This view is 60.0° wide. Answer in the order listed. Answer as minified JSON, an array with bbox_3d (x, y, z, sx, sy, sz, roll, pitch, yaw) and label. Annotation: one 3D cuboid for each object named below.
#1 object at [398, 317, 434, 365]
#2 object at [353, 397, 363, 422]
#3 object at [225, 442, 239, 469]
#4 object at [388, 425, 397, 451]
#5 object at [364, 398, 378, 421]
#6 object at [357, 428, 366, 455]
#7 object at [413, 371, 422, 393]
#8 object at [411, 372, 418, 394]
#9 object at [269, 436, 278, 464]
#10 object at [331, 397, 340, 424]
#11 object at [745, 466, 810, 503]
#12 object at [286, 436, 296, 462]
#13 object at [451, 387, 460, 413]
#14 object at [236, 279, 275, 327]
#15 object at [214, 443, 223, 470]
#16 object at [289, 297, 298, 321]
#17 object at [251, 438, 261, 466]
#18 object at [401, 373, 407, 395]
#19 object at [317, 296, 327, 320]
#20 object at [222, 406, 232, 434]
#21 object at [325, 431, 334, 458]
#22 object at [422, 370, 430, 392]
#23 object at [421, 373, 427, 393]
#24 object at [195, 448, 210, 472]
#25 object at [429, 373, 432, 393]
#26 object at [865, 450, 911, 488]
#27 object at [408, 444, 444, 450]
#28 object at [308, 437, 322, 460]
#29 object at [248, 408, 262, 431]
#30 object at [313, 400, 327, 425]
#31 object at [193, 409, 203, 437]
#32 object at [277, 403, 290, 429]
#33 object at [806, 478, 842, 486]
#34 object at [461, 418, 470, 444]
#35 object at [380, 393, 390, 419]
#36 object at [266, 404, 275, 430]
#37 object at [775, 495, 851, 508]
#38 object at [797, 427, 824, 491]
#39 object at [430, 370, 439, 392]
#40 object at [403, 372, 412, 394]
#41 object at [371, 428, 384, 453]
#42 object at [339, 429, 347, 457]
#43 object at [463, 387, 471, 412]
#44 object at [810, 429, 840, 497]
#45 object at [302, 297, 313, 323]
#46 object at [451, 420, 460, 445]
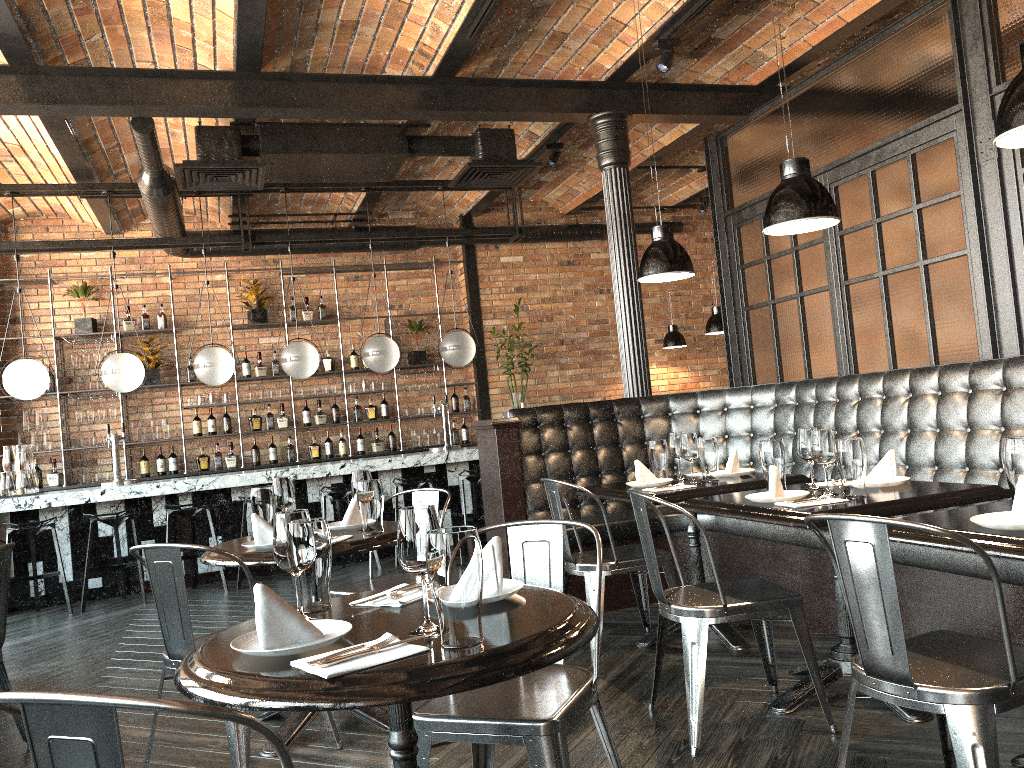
[{"bbox_3d":[-1.070,-0.486,10.090,0.398,0.560,0.374,-8,-3,44],"label":"object"},{"bbox_3d":[-1.719,0.281,9.865,0.083,0.282,0.083,-4,-2,-33],"label":"object"},{"bbox_3d":[-2.974,0.754,9.414,0.123,0.279,0.123,-5,-2,-4],"label":"object"},{"bbox_3d":[-1.349,0.605,9.966,0.086,0.299,0.086,-7,-2,31],"label":"object"},{"bbox_3d":[-1.572,0.286,9.911,0.151,0.248,0.094,-5,-2,-9],"label":"object"},{"bbox_3d":[-1.682,0.634,9.861,0.086,0.298,0.086,-7,-2,31],"label":"object"},{"bbox_3d":[-1.070,-0.021,9.999,0.092,0.244,0.092,-6,-2,21],"label":"object"},{"bbox_3d":[-1.120,-0.010,10.155,0.092,0.244,0.092,-6,-2,21],"label":"object"},{"bbox_3d":[-2.580,0.711,9.567,0.086,0.298,0.086,-7,-2,31],"label":"object"},{"bbox_3d":[-1.951,0.292,9.793,0.086,0.299,0.086,-7,-2,31],"label":"object"},{"bbox_3d":[0.981,0.367,3.297,0.232,0.139,0.232,-4,-2,-33],"label":"object"},{"bbox_3d":[-2.403,0.704,9.616,0.083,0.282,0.083,-4,-2,-33],"label":"object"},{"bbox_3d":[-0.659,0.182,10.217,0.086,0.299,0.086,-7,-2,31],"label":"object"},{"bbox_3d":[-2.793,-0.895,9.637,0.425,0.526,0.430,-5,-2,-16],"label":"object"},{"bbox_3d":[-3.110,0.764,9.384,0.083,0.282,0.083,-5,-2,-18],"label":"object"},{"bbox_3d":[-2.401,-0.808,9.719,0.083,0.282,0.083,-5,-2,-18],"label":"object"},{"bbox_3d":[-2.741,0.723,9.479,0.086,0.297,0.086,-6,-2,16],"label":"object"},{"bbox_3d":[-1.225,-0.002,10.121,0.092,0.244,0.092,-6,-2,21],"label":"object"},{"bbox_3d":[-2.104,-0.834,9.816,0.083,0.282,0.083,-4,-2,-33],"label":"object"},{"bbox_3d":[-3.035,0.385,9.437,0.086,0.297,0.086,-7,-2,31],"label":"object"},{"bbox_3d":[-2.015,0.664,9.758,0.086,0.298,0.086,-7,-2,31],"label":"object"},{"bbox_3d":[-0.976,-0.029,10.030,0.092,0.244,0.092,-6,-2,21],"label":"object"},{"bbox_3d":[-1.027,-0.018,10.186,0.092,0.244,0.092,-6,-2,21],"label":"object"},{"bbox_3d":[-3.254,0.794,9.335,0.151,0.248,0.094,-4,-2,-29],"label":"object"},{"bbox_3d":[-0.928,-0.027,10.218,0.092,0.244,0.092,-6,-2,21],"label":"object"},{"bbox_3d":[1.420,0.330,3.453,0.232,0.139,0.232,-7,-3,43],"label":"object"},{"bbox_3d":[-0.955,0.711,10.025,0.437,0.019,0.273,-5,-2,-18],"label":"object"},{"bbox_3d":[-2.155,0.700,9.696,0.151,0.248,0.094,-5,-2,-9],"label":"object"},{"bbox_3d":[-2.758,0.387,9.522,0.151,0.248,0.094,-4,-2,-29],"label":"object"},{"bbox_3d":[-2.105,0.316,9.724,0.123,0.279,0.123,-4,-2,-29],"label":"object"},{"bbox_3d":[-3.318,0.410,9.347,0.086,0.299,0.086,-7,-2,31],"label":"object"},{"bbox_3d":[-2.478,0.347,9.601,0.123,0.279,0.123,-5,-2,-4],"label":"object"},{"bbox_3d":[1.337,0.401,3.657,0.255,0.019,0.157,-5,-2,-18],"label":"object"},{"bbox_3d":[-0.547,0.539,10.240,0.086,0.298,0.086,-7,-2,31],"label":"object"},{"bbox_3d":[-1.433,0.250,9.974,0.086,0.298,0.086,-7,-2,31],"label":"object"},{"bbox_3d":[-2.614,0.357,9.571,0.083,0.282,0.083,-5,-2,-18],"label":"object"},{"bbox_3d":[1.069,0.407,3.117,0.255,0.019,0.157,-5,-2,-13],"label":"object"},{"bbox_3d":[1.183,0.296,3.512,0.092,0.244,0.092,-5,-2,-1],"label":"object"},{"bbox_3d":[-0.878,-0.037,10.062,0.092,0.244,0.092,-6,-2,21],"label":"object"},{"bbox_3d":[-1.174,-0.012,9.965,0.092,0.244,0.092,-6,-2,21],"label":"object"},{"bbox_3d":[-1.503,0.629,9.897,0.123,0.279,0.123,-4,-2,-29],"label":"object"},{"bbox_3d":[-1.873,0.652,9.790,0.080,0.299,0.080,-5,-2,-16],"label":"object"},{"bbox_3d":[-0.528,0.179,10.256,0.083,0.282,0.083,-5,-2,-8],"label":"object"},{"bbox_3d":[1.158,0.290,3.281,0.092,0.244,0.092,-7,-2,33],"label":"object"},{"bbox_3d":[-2.254,-0.818,9.768,0.123,0.279,0.123,-5,-2,-14],"label":"object"},{"bbox_3d":[-0.660,0.555,10.188,0.083,0.282,0.083,-4,-2,-33],"label":"object"}]
